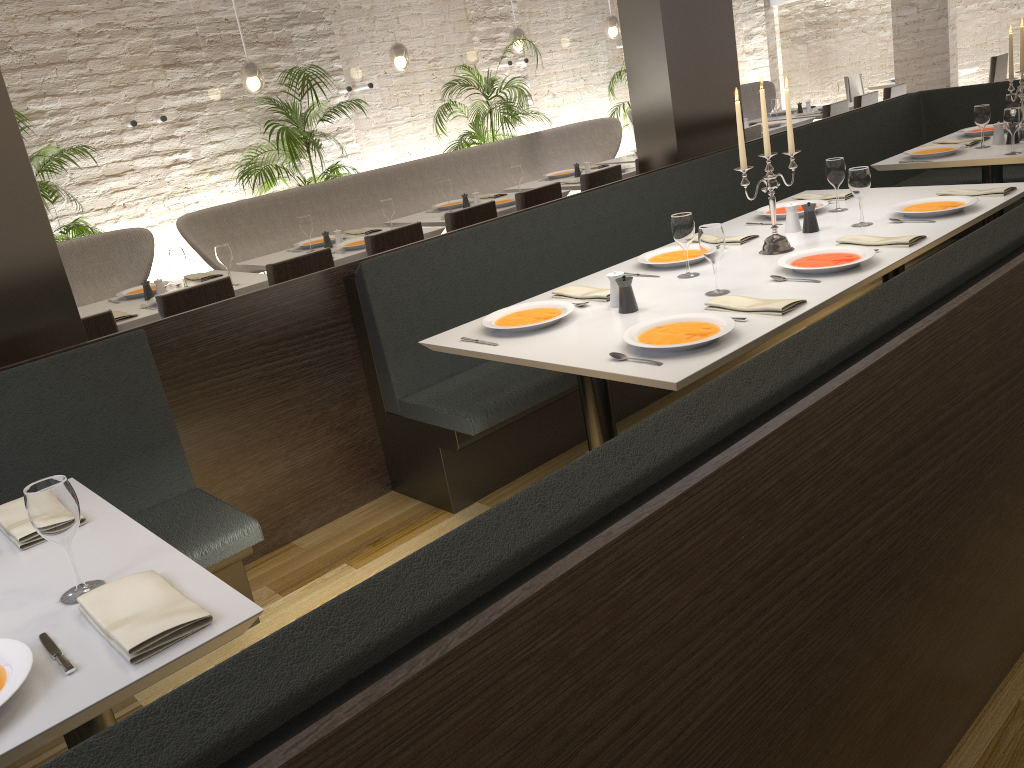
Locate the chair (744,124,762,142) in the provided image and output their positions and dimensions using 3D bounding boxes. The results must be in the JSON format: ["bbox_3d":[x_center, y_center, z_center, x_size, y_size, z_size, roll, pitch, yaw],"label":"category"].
[{"bbox_3d":[1.761,-1.624,7.277,0.415,0.896,0.567,-24,21,-37],"label":"chair"}]

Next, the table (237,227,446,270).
[{"bbox_3d":[-1.031,-0.530,5.763,1.019,0.752,0.939,-24,22,-37],"label":"table"}]

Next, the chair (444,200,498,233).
[{"bbox_3d":[-0.324,-0.653,5.518,0.415,0.896,0.567,-24,21,-37],"label":"chair"}]

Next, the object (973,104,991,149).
[{"bbox_3d":[2.594,-1.420,4.887,0.086,0.228,0.087,-11,17,-3],"label":"object"}]

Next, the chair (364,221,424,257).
[{"bbox_3d":[-0.731,-0.463,5.174,0.415,0.896,0.567,-24,21,-37],"label":"chair"}]

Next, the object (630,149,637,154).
[{"bbox_3d":[1.225,-2.100,7.969,0.322,0.036,0.325,-11,18,-2],"label":"object"}]

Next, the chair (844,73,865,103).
[{"bbox_3d":[4.687,-3.585,11.525,0.415,0.896,0.567,-24,21,-37],"label":"chair"}]

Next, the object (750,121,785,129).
[{"bbox_3d":[2.382,-2.404,8.246,0.322,0.036,0.325,-11,18,-2],"label":"object"}]

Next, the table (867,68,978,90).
[{"bbox_3d":[5.142,-3.435,11.061,1.019,0.752,0.939,-24,22,-37],"label":"table"}]

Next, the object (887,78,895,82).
[{"bbox_3d":[4.893,-3.839,11.152,0.321,0.036,0.325,-12,18,-4],"label":"object"}]

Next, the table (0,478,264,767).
[{"bbox_3d":[-1.645,1.099,1.248,2.559,0.751,1.104,-25,23,-37],"label":"table"}]

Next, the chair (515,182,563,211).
[{"bbox_3d":[0.085,-0.844,5.863,0.415,0.896,0.567,-24,21,-37],"label":"chair"}]

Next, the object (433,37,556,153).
[{"bbox_3d":[-0.135,-2.216,8.420,1.145,1.953,1.202,-10,17,1],"label":"object"}]

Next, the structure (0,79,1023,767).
[{"bbox_3d":[-0.120,0.275,2.493,10.834,0.990,2.379,-25,23,-37],"label":"structure"}]

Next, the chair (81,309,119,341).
[{"bbox_3d":[-1.984,0.121,4.116,0.415,0.896,0.567,-24,21,-37],"label":"chair"}]

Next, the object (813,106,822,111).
[{"bbox_3d":[3.210,-2.790,8.944,0.322,0.036,0.325,-11,18,-2],"label":"object"}]

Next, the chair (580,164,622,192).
[{"bbox_3d":[0.515,-1.044,6.226,0.415,0.896,0.567,-24,21,-37],"label":"chair"}]

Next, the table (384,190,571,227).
[{"bbox_3d":[-0.188,-0.923,6.475,1.019,0.752,0.939,-24,22,-37],"label":"table"}]

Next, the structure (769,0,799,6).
[{"bbox_3d":[3.706,-5.521,10.533,0.098,1.656,1.639,-23,21,-37],"label":"structure"}]

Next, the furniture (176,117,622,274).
[{"bbox_3d":[-0.416,-1.317,7.243,4.512,1.085,0.711,-25,22,-37],"label":"furniture"}]

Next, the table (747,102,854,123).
[{"bbox_3d":[3.103,-2.456,9.252,1.019,0.752,0.939,-24,22,-37],"label":"table"}]

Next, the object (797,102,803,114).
[{"bbox_3d":[2.960,-2.842,9.110,0.059,0.108,0.060,-12,17,-4],"label":"object"}]

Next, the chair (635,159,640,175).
[{"bbox_3d":[0.928,-1.236,6.574,0.415,0.896,0.567,-24,21,-37],"label":"chair"}]

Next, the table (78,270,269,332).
[{"bbox_3d":[-1.876,-0.136,5.050,1.019,0.752,0.939,-24,22,-37],"label":"table"}]

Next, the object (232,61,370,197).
[{"bbox_3d":[-1.593,-1.536,7.186,1.190,1.953,1.156,-13,17,-8],"label":"object"}]

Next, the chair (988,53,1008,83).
[{"bbox_3d":[5.561,-3.418,10.554,0.415,0.896,0.567,-24,21,-37],"label":"chair"}]

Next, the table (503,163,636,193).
[{"bbox_3d":[0.662,-1.319,7.192,1.019,0.752,0.939,-24,22,-37],"label":"table"}]

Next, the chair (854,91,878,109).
[{"bbox_3d":[3.191,-2.290,8.484,0.415,0.896,0.567,-24,21,-37],"label":"chair"}]

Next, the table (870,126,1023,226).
[{"bbox_3d":[2.887,-1.012,5.072,1.198,0.751,1.104,-24,22,-37],"label":"table"}]

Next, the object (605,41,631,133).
[{"bbox_3d":[1.664,-3.047,9.917,1.145,1.953,1.202,0,20,30],"label":"object"}]

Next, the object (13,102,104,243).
[{"bbox_3d":[-3.126,-0.822,5.893,1.190,1.953,1.156,-13,17,-8],"label":"object"}]

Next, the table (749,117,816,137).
[{"bbox_3d":[2.275,-2.070,8.553,1.019,0.752,0.939,-24,22,-37],"label":"table"}]

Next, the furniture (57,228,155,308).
[{"bbox_3d":[-3.784,0.252,4.401,4.512,1.085,0.711,-25,22,-37],"label":"furniture"}]

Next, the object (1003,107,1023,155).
[{"bbox_3d":[2.555,-1.290,4.521,0.086,0.228,0.087,-11,17,-3],"label":"object"}]

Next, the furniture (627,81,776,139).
[{"bbox_3d":[2.254,-2.561,9.496,2.605,1.085,0.709,-25,22,-37],"label":"furniture"}]

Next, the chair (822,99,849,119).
[{"bbox_3d":[2.784,-2.101,8.140,0.415,0.896,0.567,-24,21,-37],"label":"chair"}]

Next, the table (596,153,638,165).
[{"bbox_3d":[1.474,-1.697,7.877,1.019,0.752,0.939,-24,22,-37],"label":"table"}]

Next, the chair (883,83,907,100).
[{"bbox_3d":[3.610,-2.485,8.838,0.415,0.896,0.567,-24,21,-37],"label":"chair"}]

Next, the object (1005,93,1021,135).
[{"bbox_3d":[2.923,-1.573,5.165,0.086,0.228,0.087,-11,17,-3],"label":"object"}]

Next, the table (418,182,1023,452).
[{"bbox_3d":[1.031,-0.148,3.506,2.559,0.751,1.104,-25,23,-37],"label":"table"}]

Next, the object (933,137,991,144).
[{"bbox_3d":[2.657,-1.437,5.239,0.144,0.032,0.274,-25,23,-37],"label":"object"}]

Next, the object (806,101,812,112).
[{"bbox_3d":[3.040,-2.848,9.086,0.059,0.108,0.060,-12,17,-4],"label":"object"}]

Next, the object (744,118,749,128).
[{"bbox_3d":[2.212,-2.463,8.387,0.059,0.108,0.060,-12,17,-4],"label":"object"}]

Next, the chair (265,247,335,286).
[{"bbox_3d":[-1.163,-0.262,4.810,0.415,0.896,0.567,-24,21,-37],"label":"chair"}]

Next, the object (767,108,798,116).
[{"bbox_3d":[2.853,-2.859,9.343,0.322,0.036,0.325,-11,18,-2],"label":"object"}]

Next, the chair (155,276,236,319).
[{"bbox_3d":[-1.573,-0.071,4.463,0.415,0.896,0.567,-24,21,-37],"label":"chair"}]

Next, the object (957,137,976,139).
[{"bbox_3d":[2.766,-1.477,5.308,0.017,0.010,0.186,-24,23,-37],"label":"object"}]
